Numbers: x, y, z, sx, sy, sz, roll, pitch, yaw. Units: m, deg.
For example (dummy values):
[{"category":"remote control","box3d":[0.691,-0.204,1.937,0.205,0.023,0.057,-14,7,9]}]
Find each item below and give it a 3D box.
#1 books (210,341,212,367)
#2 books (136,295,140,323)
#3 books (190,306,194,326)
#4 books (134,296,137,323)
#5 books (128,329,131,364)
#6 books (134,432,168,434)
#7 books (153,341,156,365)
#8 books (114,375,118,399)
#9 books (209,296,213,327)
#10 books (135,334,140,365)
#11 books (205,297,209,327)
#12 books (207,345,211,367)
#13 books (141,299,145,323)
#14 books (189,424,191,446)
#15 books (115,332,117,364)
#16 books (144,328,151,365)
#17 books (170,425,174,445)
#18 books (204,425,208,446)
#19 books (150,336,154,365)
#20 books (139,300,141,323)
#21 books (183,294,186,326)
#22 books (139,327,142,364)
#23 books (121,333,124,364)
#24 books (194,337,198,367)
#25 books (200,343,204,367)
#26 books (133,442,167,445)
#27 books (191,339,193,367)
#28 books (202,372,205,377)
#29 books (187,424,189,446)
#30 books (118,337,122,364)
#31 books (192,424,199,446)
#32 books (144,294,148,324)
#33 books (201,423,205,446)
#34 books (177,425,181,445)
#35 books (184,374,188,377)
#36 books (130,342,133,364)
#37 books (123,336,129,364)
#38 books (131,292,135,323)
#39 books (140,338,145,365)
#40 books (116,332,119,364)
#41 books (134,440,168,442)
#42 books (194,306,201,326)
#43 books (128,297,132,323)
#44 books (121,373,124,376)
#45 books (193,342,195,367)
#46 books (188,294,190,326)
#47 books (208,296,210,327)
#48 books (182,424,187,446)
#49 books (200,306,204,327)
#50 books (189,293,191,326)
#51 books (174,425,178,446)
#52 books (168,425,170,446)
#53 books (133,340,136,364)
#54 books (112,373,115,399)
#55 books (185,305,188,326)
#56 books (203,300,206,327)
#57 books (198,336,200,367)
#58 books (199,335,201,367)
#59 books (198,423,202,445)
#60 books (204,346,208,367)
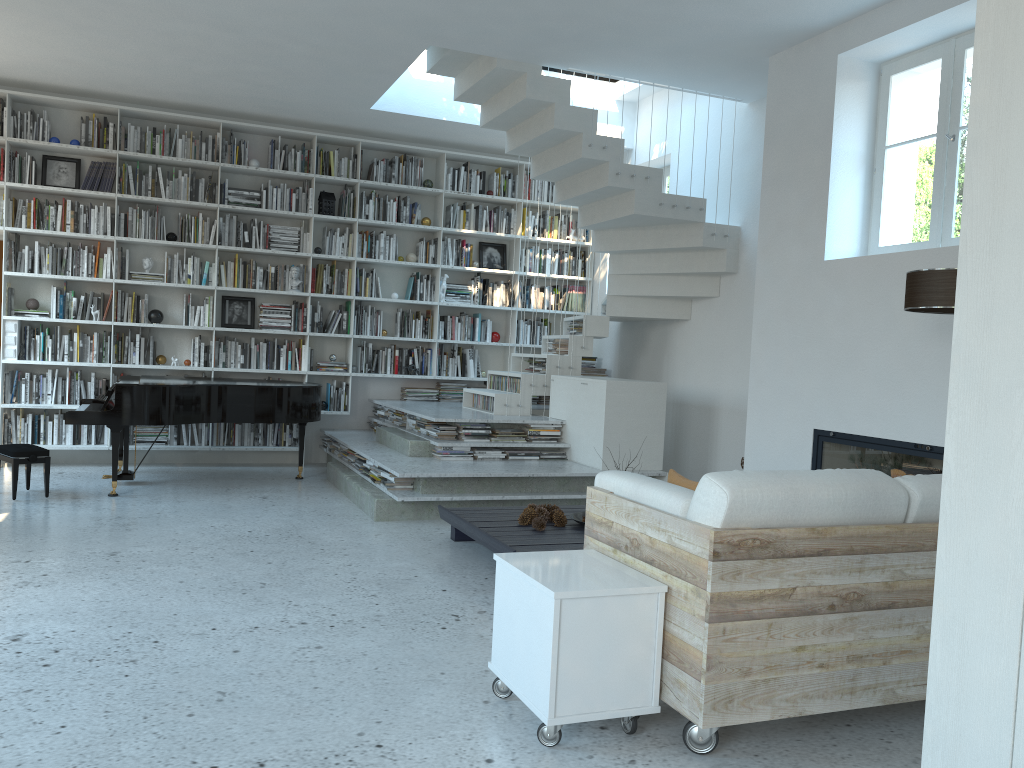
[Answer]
[{"category":"books","box3d":[-2.795,-0.279,8.228,0.019,0.242,0.107,2,3,-22]},{"category":"books","box3d":[-3.357,-0.668,7.964,0.028,0.248,0.142,2,3,-22]},{"category":"books","box3d":[-2.934,-0.620,8.131,0.030,0.183,0.154,2,3,-22]},{"category":"books","box3d":[-3.370,-0.666,7.942,0.014,0.244,0.153,2,3,-22]},{"category":"books","box3d":[-3.422,-0.336,7.936,0.014,0.313,0.166,2,3,-22]},{"category":"books","box3d":[-3.281,0.441,8.061,0.285,0.007,0.159,2,2,-22]},{"category":"books","box3d":[-3.235,-0.279,8.027,0.023,0.212,0.160,2,3,-22]},{"category":"books","box3d":[-3.546,0.055,7.930,0.023,0.266,0.134,2,3,-22]},{"category":"books","box3d":[-2.778,-0.663,8.167,0.021,0.282,0.162,2,3,-22]},{"category":"books","box3d":[-3.360,-0.312,7.959,0.027,0.269,0.185,2,3,-22]},{"category":"books","box3d":[-2.814,-0.659,8.160,0.027,0.269,0.178,2,3,-22]},{"category":"books","box3d":[-2.807,-0.258,8.197,0.024,0.201,0.158,2,3,-22]},{"category":"books","box3d":[-3.313,-0.650,7.958,0.028,0.216,0.175,2,3,-22]},{"category":"books","box3d":[-2.966,0.423,8.159,0.012,0.275,0.180,2,3,-22]},{"category":"books","box3d":[-3.530,-0.322,7.908,0.013,0.276,0.147,2,3,-22]},{"category":"books","box3d":[-3.286,-0.339,7.988,0.050,0.328,0.166,2,3,-22]},{"category":"books","box3d":[-3.115,0.421,8.123,0.031,0.266,0.144,2,3,-22]},{"category":"books","box3d":[-2.842,0.474,8.225,0.024,0.180,0.171,2,3,-22]},{"category":"books","box3d":[-3.251,-0.304,8.003,0.027,0.261,0.163,2,3,-22]},{"category":"books","box3d":[-3.333,-0.646,7.954,0.011,0.208,0.180,2,3,-22]},{"category":"books","box3d":[-2.991,-0.673,8.093,0.012,0.285,0.159,2,3,-22]},{"category":"books","box3d":[-3.350,-0.347,7.988,0.013,0.339,0.137,2,3,-22]},{"category":"books","box3d":[-3.471,-0.317,7.910,0.012,0.272,0.181,2,3,-22]},{"category":"books","box3d":[-2.903,-0.296,8.147,0.027,0.269,0.158,2,3,-22]},{"category":"books","box3d":[-2.857,-0.270,8.169,0.029,0.221,0.153,2,3,-22]},{"category":"books","box3d":[-3.287,0.538,8.065,0.285,0.007,0.159,2,2,-22]},{"category":"books","box3d":[-2.939,-0.290,8.144,0.012,0.254,0.160,2,3,-22]},{"category":"books","box3d":[-2.855,0.054,8.189,0.013,0.320,0.173,2,3,-22]},{"category":"books","box3d":[-2.981,0.444,8.163,0.011,0.232,0.174,2,3,-22]},{"category":"books","box3d":[-3.494,-0.302,7.910,0.030,0.239,0.157,2,3,-22]},{"category":"books","box3d":[-2.931,0.423,8.187,0.073,0.276,0.181,2,3,-22]},{"category":"books","box3d":[-3.291,-0.674,7.981,0.028,0.266,0.144,2,3,-22]},{"category":"books","box3d":[-2.856,0.434,8.199,0.024,0.260,0.189,2,3,-22]},{"category":"books","box3d":[-3.060,0.437,8.145,0.028,0.238,0.136,2,3,-22]},{"category":"books","box3d":[-3.003,0.061,8.155,0.025,0.294,0.134,2,3,-22]},{"category":"books","box3d":[-3.409,-0.277,7.950,0.024,0.196,0.156,2,3,-22]},{"category":"books","box3d":[-3.449,-0.305,7.928,0.042,0.248,0.162,2,3,-22]},{"category":"books","box3d":[-3.381,-0.681,7.914,0.026,0.274,0.190,2,3,-22]},{"category":"books","box3d":[-3.330,-0.297,7.991,0.029,0.241,0.135,2,3,-22]},{"category":"books","box3d":[-3.514,-0.325,7.904,0.013,0.283,0.146,2,3,-22]},{"category":"books","box3d":[-3.282,0.511,8.055,0.285,0.007,0.159,2,2,-26]},{"category":"books","box3d":[-2.888,-0.621,8.133,0.057,0.188,0.156,2,3,-22]},{"category":"books","box3d":[-3.414,-0.660,7.925,0.025,0.228,0.153,2,3,-22]},{"category":"books","box3d":[-3.494,0.047,7.945,0.013,0.288,0.160,2,3,-22]},{"category":"books","box3d":[-2.930,-0.275,8.157,0.015,0.225,0.148,2,3,-22]},{"category":"books","box3d":[-2.960,-0.675,8.113,0.011,0.292,0.155,2,3,-22]},{"category":"books","box3d":[-2.792,-0.662,8.158,0.011,0.279,0.187,2,3,-22]},{"category":"books","box3d":[-3.015,0.432,8.151,0.062,0.253,0.177,2,3,-22]},{"category":"books","box3d":[-2.852,-0.619,8.152,0.024,0.188,0.172,2,3,-22]},{"category":"books","box3d":[-2.948,-0.678,8.114,0.012,0.298,0.166,2,3,-22]},{"category":"books","box3d":[-3.084,0.455,8.125,0.029,0.202,0.178,2,3,-22]},{"category":"books","box3d":[-3.130,0.427,8.101,0.012,0.254,0.160,2,3,-22]},{"category":"books","box3d":[-3.385,-0.286,7.954,0.021,0.215,0.171,2,3,-22]},{"category":"books","box3d":[-3.561,0.045,7.922,0.012,0.285,0.159,2,3,-22]},{"category":"books","box3d":[-2.975,-0.623,8.098,0.025,0.186,0.154,2,3,-22]},{"category":"books","box3d":[-2.830,-0.646,8.147,0.012,0.244,0.171,2,3,-22]},{"category":"books","box3d":[-2.891,-0.300,8.167,0.010,0.277,0.155,2,3,-22]},{"category":"books","box3d":[-2.878,-0.306,8.167,0.014,0.291,0.131,2,3,-22]},{"category":"books","box3d":[-2.891,0.433,8.219,0.025,0.259,0.132,2,3,-22]},{"category":"books","box3d":[-2.837,-0.257,8.199,0.031,0.195,0.142,2,3,-22]}]
